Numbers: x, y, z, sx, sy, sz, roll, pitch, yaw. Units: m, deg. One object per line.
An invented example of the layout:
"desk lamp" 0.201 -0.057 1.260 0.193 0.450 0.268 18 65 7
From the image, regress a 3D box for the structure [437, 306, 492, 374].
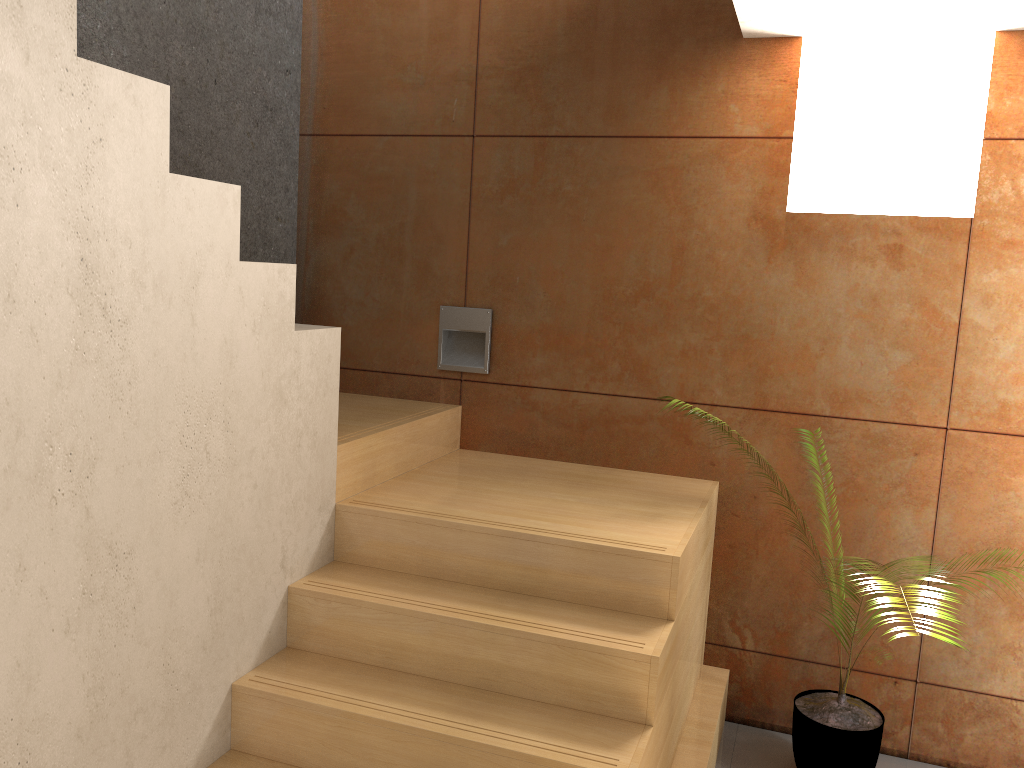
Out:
"structure" -0.180 -0.183 3.624 0.220 0.260 0.096 6 8 18

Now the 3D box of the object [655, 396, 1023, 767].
"object" -0.140 1.026 0.623 4.200 1.455 6.200 6 8 18

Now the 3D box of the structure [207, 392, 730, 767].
"structure" -0.461 0.774 2.515 1.950 1.110 2.400 6 8 18
